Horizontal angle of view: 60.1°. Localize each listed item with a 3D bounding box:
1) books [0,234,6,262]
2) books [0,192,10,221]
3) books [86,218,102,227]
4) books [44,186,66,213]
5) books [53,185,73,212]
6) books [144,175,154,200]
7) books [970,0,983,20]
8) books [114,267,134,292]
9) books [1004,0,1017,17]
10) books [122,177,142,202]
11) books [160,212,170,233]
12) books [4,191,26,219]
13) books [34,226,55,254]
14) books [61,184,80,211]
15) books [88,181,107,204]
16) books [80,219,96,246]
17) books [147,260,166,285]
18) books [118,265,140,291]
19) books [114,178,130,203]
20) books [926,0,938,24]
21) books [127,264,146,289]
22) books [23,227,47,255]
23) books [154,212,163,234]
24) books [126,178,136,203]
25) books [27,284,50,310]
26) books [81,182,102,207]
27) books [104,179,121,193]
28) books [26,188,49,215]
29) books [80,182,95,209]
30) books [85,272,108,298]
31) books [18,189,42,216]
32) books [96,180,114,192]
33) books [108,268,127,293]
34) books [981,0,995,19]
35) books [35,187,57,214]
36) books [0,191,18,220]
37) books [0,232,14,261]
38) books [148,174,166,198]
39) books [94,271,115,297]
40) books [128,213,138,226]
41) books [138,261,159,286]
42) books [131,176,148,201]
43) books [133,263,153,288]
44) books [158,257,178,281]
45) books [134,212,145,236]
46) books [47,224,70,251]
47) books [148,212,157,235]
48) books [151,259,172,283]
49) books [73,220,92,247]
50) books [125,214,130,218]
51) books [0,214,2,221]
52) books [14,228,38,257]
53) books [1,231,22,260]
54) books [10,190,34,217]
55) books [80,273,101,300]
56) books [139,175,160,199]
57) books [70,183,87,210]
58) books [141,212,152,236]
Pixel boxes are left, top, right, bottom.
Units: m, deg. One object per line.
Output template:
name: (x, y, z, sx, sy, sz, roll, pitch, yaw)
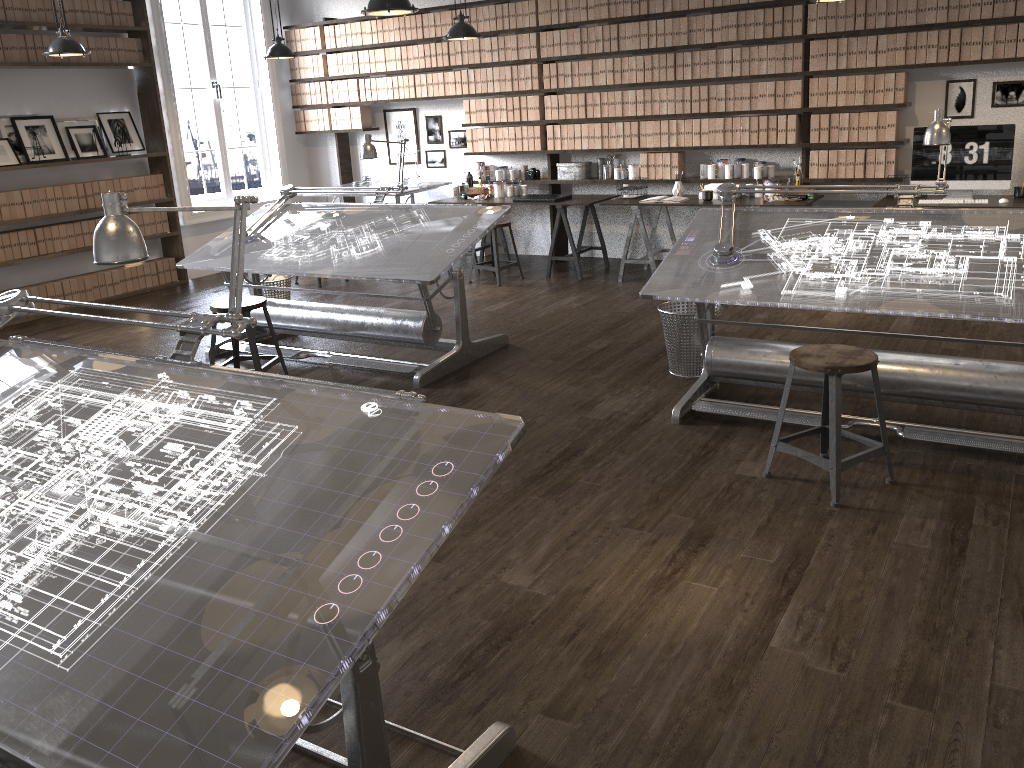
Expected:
books: (-4.220, -1.106, 7.207, 0.175, 0.223, 0.067, 6, 18, 31)
books: (-4.185, -1.443, 7.211, 0.175, 0.223, 0.067, 6, 18, 31)
books: (-3.751, -1.374, 7.962, 0.175, 0.223, 0.067, 6, 18, 31)
books: (-3.938, -1.585, 7.609, 0.175, 0.223, 0.067, 6, 18, 31)
books: (-3.900, -1.606, 7.669, 0.175, 0.223, 0.067, 6, 18, 31)
books: (-3.479, -1.850, 8.358, 0.175, 0.223, 0.067, 6, 18, 31)
books: (3.295, -2.689, 6.274, 0.067, 0.223, 0.176, 6, 18, 30)
books: (-3.622, -0.974, 8.250, 0.175, 0.223, 0.067, 6, 18, 31)
books: (3.474, -2.666, 6.169, 0.067, 0.222, 0.176, 6, 18, 30)
books: (-3.547, -1.810, 8.245, 0.175, 0.222, 0.067, 6, 18, 31)
books: (-3.399, -1.577, 8.534, 0.175, 0.223, 0.067, 6, 18, 31)
books: (-4.122, -1.481, 7.319, 0.175, 0.222, 0.067, 6, 18, 31)
books: (-4.006, -1.232, 7.564, 0.175, 0.222, 0.067, 6, 18, 31)
books: (-3.872, -1.625, 7.723, 0.175, 0.222, 0.067, 6, 18, 31)
books: (-3.719, -1.711, 7.965, 0.175, 0.223, 0.067, 6, 18, 31)
books: (-3.788, -1.353, 7.903, 0.175, 0.223, 0.067, 6, 18, 31)
books: (-3.441, -1.078, 8.542, 0.175, 0.223, 0.067, 6, 18, 31)
books: (-3.592, -0.994, 8.308, 0.175, 0.223, 0.067, 6, 18, 31)
books: (-3.610, -1.772, 8.136, 0.175, 0.223, 0.067, 6, 18, 31)
books: (3.053, -2.720, 6.417, 0.067, 0.222, 0.176, 6, 18, 30)
books: (-3.556, -1.015, 8.367, 0.175, 0.223, 0.067, 6, 18, 31)
books: (-4.039, -1.210, 7.500, 0.175, 0.223, 0.067, 6, 18, 31)
books: (-3.438, -1.557, 8.478, 0.175, 0.223, 0.067, 6, 18, 31)
books: (-3.580, -1.792, 8.194, 0.175, 0.222, 0.067, 6, 18, 31)
books: (-4.047, -0.730, 7.564, 0.175, 0.223, 0.067, 6, 18, 31)
books: (-3.759, -1.691, 7.909, 0.175, 0.223, 0.067, 6, 18, 31)
books: (-3.650, -1.753, 8.084, 0.175, 0.223, 0.067, 6, 18, 31)
books: (-4.016, -1.544, 7.496, 0.175, 0.223, 0.067, 6, 18, 31)
books: (-3.793, -1.668, 7.844, 0.175, 0.223, 0.067, 6, 18, 31)
books: (-3.765, -0.895, 8.028, 0.175, 0.223, 0.067, 6, 18, 31)
books: (-4.050, -1.523, 7.437, 0.175, 0.223, 0.067, 6, 18, 31)
books: (-3.686, -1.732, 8.026, 0.175, 0.223, 0.067, 6, 18, 31)
books: (-3.660, -0.955, 8.197, 0.175, 0.222, 0.067, 6, 18, 31)
books: (3.356, -2.680, 6.234, 0.067, 0.223, 0.176, 6, 18, 30)
books: (-3.977, -1.564, 7.551, 0.175, 0.223, 0.067, 6, 18, 31)
books: (-4.155, -1.463, 7.268, 0.175, 0.222, 0.067, 6, 18, 31)
books: (-4.191, -1.127, 7.266, 0.175, 0.223, 0.067, 6, 18, 31)
books: (-3.405, -1.889, 8.467, 0.175, 0.223, 0.067, 6, 18, 31)
books: (-3.726, -0.915, 8.084, 0.175, 0.223, 0.067, 6, 18, 31)
books: (-3.573, -1.478, 8.256, 0.175, 0.222, 0.067, 6, 18, 31)
books: (-3.484, -1.057, 8.484, 0.175, 0.223, 0.067, 6, 18, 31)
books: (-3.511, -1.830, 8.298, 0.175, 0.223, 0.067, 6, 18, 31)
books: (-3.517, -1.035, 8.423, 0.175, 0.223, 0.067, 6, 18, 31)
books: (-3.367, -1.122, 8.667, 0.175, 0.222, 0.067, 6, 18, 31)
books: (-3.542, -1.497, 8.308, 0.175, 0.222, 0.067, 6, 18, 31)
books: (-3.933, -1.272, 7.676, 0.175, 0.223, 0.067, 6, 18, 31)
books: (-3.474, -1.536, 8.419, 0.175, 0.223, 0.067, 6, 18, 31)
books: (-3.408, -1.100, 8.606, 0.175, 0.222, 0.067, 6, 18, 31)
books: (-3.824, -1.335, 7.853, 0.175, 0.222, 0.067, 6, 18, 31)
books: (-3.608, -1.457, 8.195, 0.175, 0.223, 0.067, 6, 18, 31)
books: (-4.225, -1.424, 7.158, 0.175, 0.223, 0.067, 6, 18, 31)
books: (-4.082, -1.189, 7.441, 0.175, 0.223, 0.067, 6, 18, 31)
books: (-4.154, -1.147, 7.324, 0.175, 0.223, 0.067, 6, 18, 31)
books: (-4.083, -1.502, 7.377, 0.175, 0.223, 0.067, 6, 18, 31)
books: (-3.803, -0.875, 7.972, 0.175, 0.223, 0.067, 6, 18, 31)
books: (-3.445, -1.871, 8.417, 0.175, 0.223, 0.067, 6, 18, 31)
books: (-3.835, -1.647, 7.786, 0.175, 0.222, 0.067, 6, 18, 31)
books: (-3.504, -1.516, 8.361, 0.175, 0.223, 0.067, 6, 18, 31)
